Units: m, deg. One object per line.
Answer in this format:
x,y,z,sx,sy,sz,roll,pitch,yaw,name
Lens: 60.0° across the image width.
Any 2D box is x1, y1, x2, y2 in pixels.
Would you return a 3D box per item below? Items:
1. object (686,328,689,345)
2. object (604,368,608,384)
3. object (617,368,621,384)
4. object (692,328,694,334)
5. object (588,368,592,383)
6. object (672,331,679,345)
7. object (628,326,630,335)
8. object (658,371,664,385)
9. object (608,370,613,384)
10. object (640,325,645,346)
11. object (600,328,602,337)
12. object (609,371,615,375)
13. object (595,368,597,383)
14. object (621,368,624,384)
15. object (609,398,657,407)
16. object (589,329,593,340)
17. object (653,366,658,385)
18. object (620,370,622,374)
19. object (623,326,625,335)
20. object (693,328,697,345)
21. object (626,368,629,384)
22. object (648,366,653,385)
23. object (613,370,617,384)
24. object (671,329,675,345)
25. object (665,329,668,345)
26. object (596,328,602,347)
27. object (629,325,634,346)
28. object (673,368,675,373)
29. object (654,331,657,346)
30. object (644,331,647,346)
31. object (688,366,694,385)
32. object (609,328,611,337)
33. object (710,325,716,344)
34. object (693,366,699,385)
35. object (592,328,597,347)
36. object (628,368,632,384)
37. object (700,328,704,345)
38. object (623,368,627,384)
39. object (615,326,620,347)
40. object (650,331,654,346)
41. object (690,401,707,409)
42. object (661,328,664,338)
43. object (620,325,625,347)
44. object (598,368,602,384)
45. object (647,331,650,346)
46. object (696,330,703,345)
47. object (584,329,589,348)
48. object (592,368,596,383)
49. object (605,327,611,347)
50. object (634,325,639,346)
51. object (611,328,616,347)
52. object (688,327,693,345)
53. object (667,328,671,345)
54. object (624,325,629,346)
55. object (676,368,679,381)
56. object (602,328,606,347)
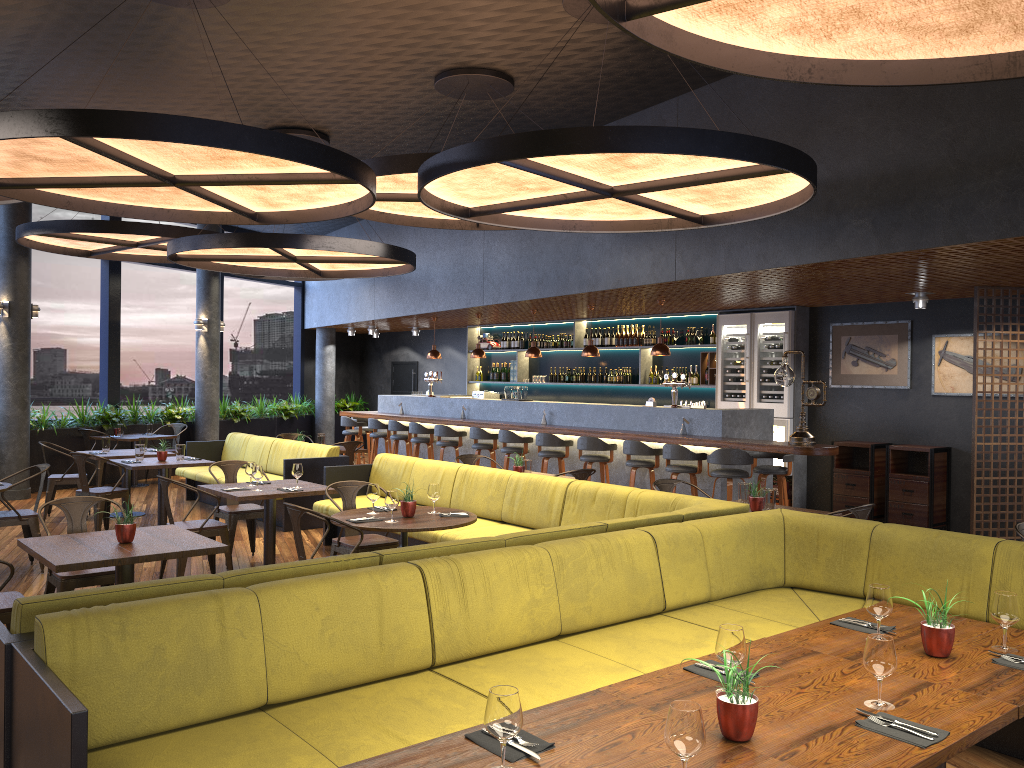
2.548,-0.688,12.823,0.063,0.254,0.063,1,0,2,object
1.505,-0.132,14.207,0.063,0.254,0.063,1,0,8,object
1.660,-0.128,13.794,0.063,0.254,0.063,1,1,43,object
2.631,-0.688,12.882,0.063,0.254,0.063,1,0,-12,object
1.257,-0.137,14.321,0.063,0.254,0.063,1,0,22,object
2.391,-0.668,12.956,0.097,0.206,0.097,1,0,19,object
1.806,-0.744,13.801,0.084,0.330,0.084,0,0,-33,object
2.215,-0.093,13.193,0.097,0.206,0.097,1,0,19,object
1.561,-0.115,14.007,0.088,0.224,0.088,1,0,20,object
2.014,-0.740,13.605,0.084,0.330,0.084,0,0,-33,object
1.423,-0.742,14.291,0.085,0.310,0.086,1,0,1,object
1.597,-0.107,14.136,0.097,0.206,0.097,1,0,-8,object
1.343,-0.136,14.390,0.063,0.254,0.063,1,0,37,object
1.733,-0.127,13.857,0.063,0.254,0.063,1,0,-12,object
1.477,0.218,11.168,0.200,0.106,0.766,0,1,-40,object
1.297,-0.744,14.435,0.085,0.310,0.086,1,0,-25,object
2.164,-0.131,13.338,0.079,0.281,0.079,1,0,29,object
1.717,-0.113,13.996,0.088,0.224,0.088,1,1,45,object
1.747,-0.745,13.876,0.084,0.330,0.084,0,0,-33,object
2.630,-0.687,12.788,0.063,0.254,0.063,1,0,13,object
1.808,-0.127,13.897,0.063,0.254,0.063,1,0,-13,object
2.105,-0.133,13.410,0.079,0.281,0.079,0,0,-36,object
1.629,-0.114,13.925,0.088,0.224,0.088,1,0,-25,object
2.380,-0.692,13.108,0.063,0.254,0.063,1,0,37,object
2.306,-0.694,13.196,0.063,0.254,0.063,1,0,12,object
1.392,-0.741,14.176,0.085,0.310,0.086,1,0,-12,object
1.838,-0.742,13.618,0.084,0.330,0.084,0,0,-33,object
2.363,-0.112,12.950,0.063,0.254,0.063,0,0,-37,object
2.150,-0.683,13.339,0.056,0.227,0.056,0,0,-38,object
2.025,-0.685,13.393,0.056,0.227,0.056,1,0,12,object
2.591,-0.123,12.825,0.079,0.281,0.079,1,0,24,object
1.547,-0.739,14.145,0.085,0.310,0.086,1,0,-12,object
2.841,-0.695,12.527,0.079,0.281,0.079,1,0,-31,object
2.651,-0.122,12.752,0.079,0.281,0.079,1,1,44,object
1.335,-0.742,14.249,0.085,0.310,0.086,1,0,-6,object
1.838,-0.125,13.784,0.063,0.254,0.063,1,0,22,object
2.732,-0.685,12.766,0.063,0.254,0.063,1,0,-32,object
1.750,-0.126,13.723,0.063,0.254,0.063,0,0,-33,object
1.656,-0.746,13.843,0.084,0.330,0.084,0,0,-33,object
2.103,-0.683,13.299,0.056,0.227,0.056,1,0,37,object
2.164,0.240,10.310,0.177,0.091,0.091,1,0,25,object
2.225,-0.695,13.136,0.063,0.254,0.063,0,1,-43,object
1.717,-0.745,13.772,0.084,0.330,0.084,0,0,-33,object
1.423,-0.134,14.293,0.063,0.254,0.063,1,0,22,object
2.064,-0.684,13.347,0.056,0.227,0.056,1,0,27,object
2.671,-0.662,12.643,0.097,0.206,0.097,1,0,19,object
1.206,-0.745,14.397,0.085,0.310,0.086,1,0,-12,object
1.321,-0.135,14.243,0.063,0.254,0.063,1,0,-3,object
1.518,-0.739,14.028,0.085,0.310,0.086,1,0,-6,object
1.901,-0.741,13.546,0.084,0.330,0.084,0,0,-33,object
1.606,-0.738,14.071,0.085,0.310,0.086,1,0,1,object
2.562,-0.687,12.712,0.063,0.254,0.063,1,0,-12,object
2.309,-0.693,13.047,0.063,0.254,0.063,1,0,22,object
1.776,-0.743,13.700,0.084,0.330,0.084,0,0,-33,object
2.420,-0.112,13.006,0.063,0.254,0.063,1,0,-12,object
1.483,-0.740,14.214,0.085,0.310,0.086,1,0,-29,object
